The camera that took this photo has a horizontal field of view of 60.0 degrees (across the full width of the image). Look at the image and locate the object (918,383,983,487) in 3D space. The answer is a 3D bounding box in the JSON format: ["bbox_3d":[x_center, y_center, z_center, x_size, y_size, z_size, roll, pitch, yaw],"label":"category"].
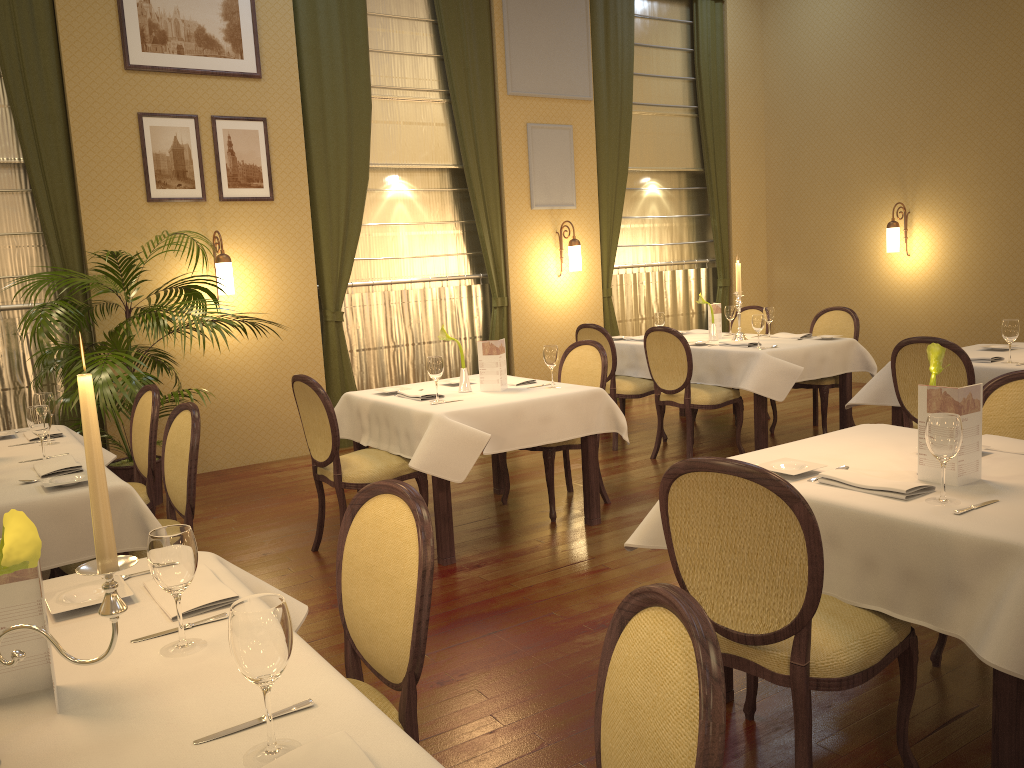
[{"bbox_3d":[1.224,0.142,2.459,0.166,0.277,0.081,-2,8,13],"label":"object"}]

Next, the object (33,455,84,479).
[{"bbox_3d":[-1.722,0.313,3.360,0.142,0.033,0.273,-8,9,-33],"label":"object"}]

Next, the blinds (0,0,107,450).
[{"bbox_3d":[-3.774,-1.386,5.576,1.934,4.537,0.225,-9,9,-34],"label":"blinds"}]

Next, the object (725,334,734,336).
[{"bbox_3d":[1.768,-0.399,7.148,0.185,0.010,0.017,-8,9,-33],"label":"object"}]

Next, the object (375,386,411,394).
[{"bbox_3d":[-0.661,0.041,4.918,0.160,0.024,0.160,-8,9,-33],"label":"object"}]

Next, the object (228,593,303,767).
[{"bbox_3d":[-0.350,0.420,1.259,0.088,0.229,0.088,-1,8,14],"label":"object"}]

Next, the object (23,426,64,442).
[{"bbox_3d":[-2.207,0.234,4.174,0.142,0.024,0.273,-8,9,-33],"label":"object"}]

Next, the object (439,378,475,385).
[{"bbox_3d":[-0.314,-0.008,5.130,0.160,0.024,0.160,-8,9,-33],"label":"object"}]

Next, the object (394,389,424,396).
[{"bbox_3d":[-0.566,0.048,4.859,0.181,0.015,0.038,-8,9,-32],"label":"object"}]

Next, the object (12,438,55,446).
[{"bbox_3d":[-2.157,0.262,3.981,0.185,0.010,0.017,-8,9,-33],"label":"object"}]

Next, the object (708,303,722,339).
[{"bbox_3d":[1.592,-0.490,6.911,0.081,0.277,0.166,1,9,28],"label":"object"}]

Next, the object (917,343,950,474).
[{"bbox_3d":[1.231,0.072,2.589,0.076,0.375,0.163,2,9,33],"label":"object"}]

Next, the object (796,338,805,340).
[{"bbox_3d":[2.150,-0.336,6.511,0.181,0.015,0.038,-8,9,-32],"label":"object"}]

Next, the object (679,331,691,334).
[{"bbox_3d":[1.402,-0.429,7.473,0.160,0.024,0.160,-8,9,-33],"label":"object"}]

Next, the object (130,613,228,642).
[{"bbox_3d":[-0.654,0.481,1.749,0.185,0.010,0.017,-8,9,-33],"label":"object"}]

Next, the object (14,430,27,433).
[{"bbox_3d":[-2.373,0.226,4.325,0.181,0.015,0.038,-8,9,-32],"label":"object"}]

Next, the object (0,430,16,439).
[{"bbox_3d":[-2.423,0.247,4.157,0.160,0.024,0.160,-8,9,-33],"label":"object"}]

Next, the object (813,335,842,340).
[{"bbox_3d":[2.277,-0.334,6.408,0.160,0.024,0.160,-8,9,-33],"label":"object"}]

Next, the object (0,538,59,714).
[{"bbox_3d":[-0.808,0.394,1.479,0.166,0.277,0.081,-1,8,18],"label":"object"}]

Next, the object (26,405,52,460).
[{"bbox_3d":[-1.852,0.201,3.491,0.088,0.229,0.088,-1,8,14],"label":"object"}]

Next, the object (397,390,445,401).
[{"bbox_3d":[-0.486,0.056,4.712,0.142,0.033,0.273,-8,9,-33],"label":"object"}]

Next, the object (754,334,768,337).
[{"bbox_3d":[1.928,-0.376,6.911,0.185,0.010,0.017,-8,9,-33],"label":"object"}]

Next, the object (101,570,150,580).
[{"bbox_3d":[-0.871,0.444,2.093,0.181,0.015,0.038,-8,9,-32],"label":"object"}]

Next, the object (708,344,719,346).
[{"bbox_3d":[1.493,-0.287,6.445,0.185,0.010,0.017,-8,9,-32],"label":"object"}]

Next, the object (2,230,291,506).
[{"bbox_3d":[-2.438,-0.102,5.778,1.552,1.807,1.496,3,10,37],"label":"object"}]

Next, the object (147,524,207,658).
[{"bbox_3d":[-0.623,0.382,1.648,0.088,0.229,0.088,-1,8,14],"label":"object"}]

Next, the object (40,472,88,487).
[{"bbox_3d":[-1.548,0.342,3.093,0.160,0.024,0.160,-8,9,-33],"label":"object"}]

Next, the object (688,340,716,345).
[{"bbox_3d":[1.385,-0.298,6.523,0.160,0.024,0.160,-8,9,-33],"label":"object"}]

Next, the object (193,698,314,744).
[{"bbox_3d":[-0.395,0.518,1.364,0.185,0.010,0.017,-8,9,-33],"label":"object"}]

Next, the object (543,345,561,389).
[{"bbox_3d":[0.212,-0.093,4.761,0.088,0.229,0.088,-1,8,14],"label":"object"}]

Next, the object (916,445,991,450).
[{"bbox_3d":[1.395,0.211,2.806,0.160,0.024,0.160,-8,9,-33],"label":"object"}]

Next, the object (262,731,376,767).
[{"bbox_3d":[-0.220,0.532,1.128,0.142,0.033,0.273,-8,9,-33],"label":"object"}]

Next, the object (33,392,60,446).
[{"bbox_3d":[-2.058,0.155,3.918,0.088,0.229,0.088,-1,8,14],"label":"object"}]

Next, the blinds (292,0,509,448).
[{"bbox_3d":[-0.861,-1.817,7.482,1.878,4.537,0.129,-8,9,-33],"label":"blinds"}]

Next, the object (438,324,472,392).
[{"bbox_3d":[-0.308,-0.140,4.790,0.163,0.375,0.076,-5,8,-11],"label":"object"}]

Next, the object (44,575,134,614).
[{"bbox_3d":[-0.920,0.466,1.925,0.160,0.024,0.160,-8,9,-33],"label":"object"}]

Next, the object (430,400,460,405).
[{"bbox_3d":[-0.327,0.089,4.472,0.185,0.010,0.017,-8,9,-32],"label":"object"}]

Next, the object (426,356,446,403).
[{"bbox_3d":[-0.387,-0.025,4.522,0.088,0.229,0.088,-1,8,14],"label":"object"}]

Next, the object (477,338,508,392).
[{"bbox_3d":[-0.087,-0.098,4.767,0.166,0.277,0.081,-7,9,-27],"label":"object"}]

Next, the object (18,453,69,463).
[{"bbox_3d":[-1.897,0.300,3.596,0.185,0.010,0.017,-8,9,-33],"label":"object"}]

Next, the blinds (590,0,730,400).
[{"bbox_3d":[1.558,-2.175,9.075,1.876,4.537,0.129,-8,9,-33],"label":"blinds"}]

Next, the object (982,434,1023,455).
[{"bbox_3d":[1.610,0.197,2.822,0.142,0.024,0.273,-8,9,-33],"label":"object"}]

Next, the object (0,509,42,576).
[{"bbox_3d":[-0.749,0.369,1.263,0.163,0.375,0.076,-5,8,-11],"label":"object"}]

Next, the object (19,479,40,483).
[{"bbox_3d":[-1.675,0.340,3.196,0.181,0.015,0.038,-8,9,-32],"label":"object"}]

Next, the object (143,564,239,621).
[{"bbox_3d":[-0.705,0.452,1.942,0.142,0.024,0.273,-8,9,-33],"label":"object"}]

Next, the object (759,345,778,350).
[{"bbox_3d":[1.745,-0.248,6.037,0.181,0.015,0.038,-8,9,-32],"label":"object"}]

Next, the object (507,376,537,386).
[{"bbox_3d":[0.005,-0.017,5.065,0.142,0.024,0.273,-8,9,-33],"label":"object"}]

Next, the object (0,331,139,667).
[{"bbox_3d":[-0.651,0.253,1.057,0.390,0.655,0.131,-6,8,-19],"label":"object"}]

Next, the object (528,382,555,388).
[{"bbox_3d":[0.159,0.007,4.861,0.185,0.010,0.017,-8,9,-33],"label":"object"}]

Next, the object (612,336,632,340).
[{"bbox_3d":[0.879,-0.376,7.308,0.160,0.024,0.160,-8,9,-33],"label":"object"}]
